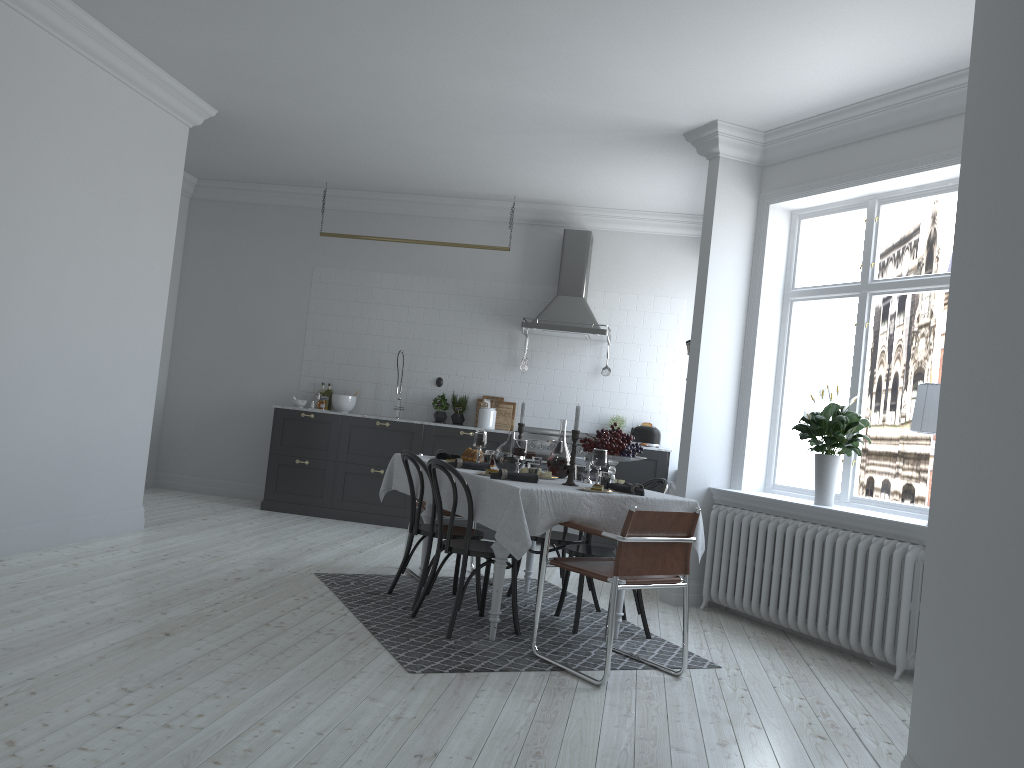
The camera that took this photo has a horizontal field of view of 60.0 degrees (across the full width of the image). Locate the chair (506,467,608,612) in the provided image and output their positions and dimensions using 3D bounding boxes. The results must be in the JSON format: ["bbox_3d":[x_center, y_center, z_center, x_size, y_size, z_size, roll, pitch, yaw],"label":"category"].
[{"bbox_3d":[0.330,0.975,5.745,0.564,0.909,0.463,7,-2,-28],"label":"chair"}]

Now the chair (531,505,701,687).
[{"bbox_3d":[0.514,0.980,4.374,0.546,0.837,0.593,8,-3,-36],"label":"chair"}]

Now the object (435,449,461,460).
[{"bbox_3d":[-0.486,0.476,5.985,0.165,0.061,0.247,8,-3,-42],"label":"object"}]

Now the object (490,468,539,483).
[{"bbox_3d":[0.028,0.482,4.662,0.247,0.061,0.165,8,-3,-42],"label":"object"}]

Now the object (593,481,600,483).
[{"bbox_3d":[0.492,0.578,5.237,0.131,0.012,0.031,8,-3,-39],"label":"object"}]

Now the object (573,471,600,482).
[{"bbox_3d":[0.457,0.557,5.385,0.247,0.061,0.165,8,-3,-42],"label":"object"}]

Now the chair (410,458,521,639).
[{"bbox_3d":[-0.230,0.881,4.875,0.564,0.909,0.463,8,-3,-33],"label":"chair"}]

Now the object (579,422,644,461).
[{"bbox_3d":[0.569,0.319,4.909,0.347,0.215,0.318,7,-2,-29],"label":"object"}]

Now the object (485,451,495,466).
[{"bbox_3d":[-0.143,0.479,5.666,0.091,0.101,0.091,8,-3,-36],"label":"object"}]

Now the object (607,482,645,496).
[{"bbox_3d":[0.648,0.551,4.686,0.165,0.061,0.247,8,-3,-42],"label":"object"}]

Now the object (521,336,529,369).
[{"bbox_3d":[0.139,-0.323,8.952,0.066,0.332,0.024,6,-2,14],"label":"object"}]

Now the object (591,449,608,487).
[{"bbox_3d":[0.455,0.452,4.678,0.083,0.215,0.083,6,-2,13],"label":"object"}]

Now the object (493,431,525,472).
[{"bbox_3d":[-0.012,0.412,5.385,0.194,0.245,0.194,7,-2,-8],"label":"object"}]

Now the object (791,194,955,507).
[{"bbox_3d":[-9.864,-1.942,5.815,72.085,19.432,33.873,7,-2,-26],"label":"object"}]

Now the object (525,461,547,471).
[{"bbox_3d":[0.197,0.549,5.941,0.247,0.061,0.165,8,-3,-42],"label":"object"}]

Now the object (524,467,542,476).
[{"bbox_3d":[0.124,0.513,5.163,0.100,0.056,0.056,5,-2,26],"label":"object"}]

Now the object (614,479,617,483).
[{"bbox_3d":[0.586,0.572,5.187,0.039,0.040,0.078,7,-2,-17],"label":"object"}]

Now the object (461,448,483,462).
[{"bbox_3d":[-0.263,0.473,5.813,0.191,0.105,0.164,5,-2,28],"label":"object"}]

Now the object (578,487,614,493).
[{"bbox_3d":[0.428,0.544,4.533,0.182,0.013,0.182,6,-2,19],"label":"object"}]

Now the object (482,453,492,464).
[{"bbox_3d":[-0.156,0.470,5.360,0.066,0.094,0.066,6,-2,-3],"label":"object"}]

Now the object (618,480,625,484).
[{"bbox_3d":[0.625,0.578,5.204,0.040,0.039,0.077,7,-2,-21],"label":"object"}]

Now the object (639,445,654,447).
[{"bbox_3d":[1.239,0.586,8.421,0.209,0.011,0.209,8,-3,-43],"label":"object"}]

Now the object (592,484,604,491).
[{"bbox_3d":[0.443,0.534,4.562,0.057,0.037,0.021,5,-2,30],"label":"object"}]

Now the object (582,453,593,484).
[{"bbox_3d":[0.446,0.468,5.118,0.083,0.215,0.083,6,-2,4],"label":"object"}]

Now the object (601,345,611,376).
[{"bbox_3d":[0.948,-0.239,8.819,0.101,0.331,0.030,6,-2,19],"label":"object"}]

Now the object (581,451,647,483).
[{"bbox_3d":[0.554,0.483,4.914,0.367,0.188,0.367,8,-3,-40],"label":"object"}]

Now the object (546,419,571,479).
[{"bbox_3d":[0.292,0.389,5.303,0.152,0.352,0.152,8,-2,-31],"label":"object"}]

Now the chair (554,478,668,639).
[{"bbox_3d":[0.594,0.985,5.231,0.564,0.909,0.463,7,-2,-13],"label":"chair"}]

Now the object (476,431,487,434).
[{"bbox_3d":[-0.219,0.428,6.016,0.083,0.215,0.083,6,-2,13],"label":"object"}]

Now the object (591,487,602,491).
[{"bbox_3d":[0.429,0.539,4.522,0.057,0.021,0.037,6,-2,9],"label":"object"}]

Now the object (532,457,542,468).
[{"bbox_3d":[0.155,0.516,5.674,0.066,0.094,0.066,6,-2,-3],"label":"object"}]

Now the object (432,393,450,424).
[{"bbox_3d":[-0.729,0.242,9.012,0.172,0.311,0.179,5,-2,20],"label":"object"}]

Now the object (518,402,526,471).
[{"bbox_3d":[0.052,0.332,5.630,0.089,0.432,0.089,5,-2,31],"label":"object"}]

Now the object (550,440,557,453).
[{"bbox_3d":[0.279,0.469,5.631,0.083,0.215,0.083,6,-2,13],"label":"object"}]

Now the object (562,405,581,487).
[{"bbox_3d":[0.336,0.332,4.779,0.089,0.432,0.089,5,-2,31],"label":"object"}]

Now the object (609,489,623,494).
[{"bbox_3d":[0.543,0.561,4.634,0.031,0.012,0.131,7,-2,-29],"label":"object"}]

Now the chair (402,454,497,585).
[{"bbox_3d":[-0.412,0.950,6.285,0.546,0.837,0.593,7,-2,-20],"label":"chair"}]

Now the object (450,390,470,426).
[{"bbox_3d":[-0.537,0.233,8.970,0.196,0.367,0.186,8,-3,-36],"label":"object"}]

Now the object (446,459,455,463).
[{"bbox_3d":[-0.375,0.476,5.419,0.057,0.037,0.021,6,-2,-1],"label":"object"}]

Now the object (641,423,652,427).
[{"bbox_3d":[1.310,0.433,8.649,0.107,0.110,0.010,6,-2,13],"label":"object"}]

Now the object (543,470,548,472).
[{"bbox_3d":[0.248,0.573,5.827,0.131,0.012,0.031,8,-3,-39],"label":"object"}]

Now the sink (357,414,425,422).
[{"bbox_3d":[-1.226,0.439,8.837,0.669,0.203,0.384,6,-2,9],"label":"sink"}]

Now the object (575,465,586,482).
[{"bbox_3d":[0.393,0.523,5.172,0.066,0.094,0.066,5,-2,20],"label":"object"}]

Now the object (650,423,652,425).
[{"bbox_3d":[1.328,0.433,8.724,0.107,0.110,0.010,6,-2,13],"label":"object"}]

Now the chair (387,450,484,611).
[{"bbox_3d":[-0.444,0.877,5.404,0.564,0.909,0.463,7,-2,-28],"label":"chair"}]

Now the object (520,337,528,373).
[{"bbox_3d":[0.133,-0.300,8.918,0.074,0.381,0.076,7,-2,-11],"label":"object"}]

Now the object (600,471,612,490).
[{"bbox_3d":[0.496,0.518,4.740,0.066,0.094,0.066,6,-2,-3],"label":"object"}]

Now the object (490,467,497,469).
[{"bbox_3d":[-0.103,0.526,5.566,0.075,0.009,0.150,4,-3,44],"label":"object"}]

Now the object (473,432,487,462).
[{"bbox_3d":[-0.202,0.409,5.444,0.083,0.215,0.083,6,-2,13],"label":"object"}]
